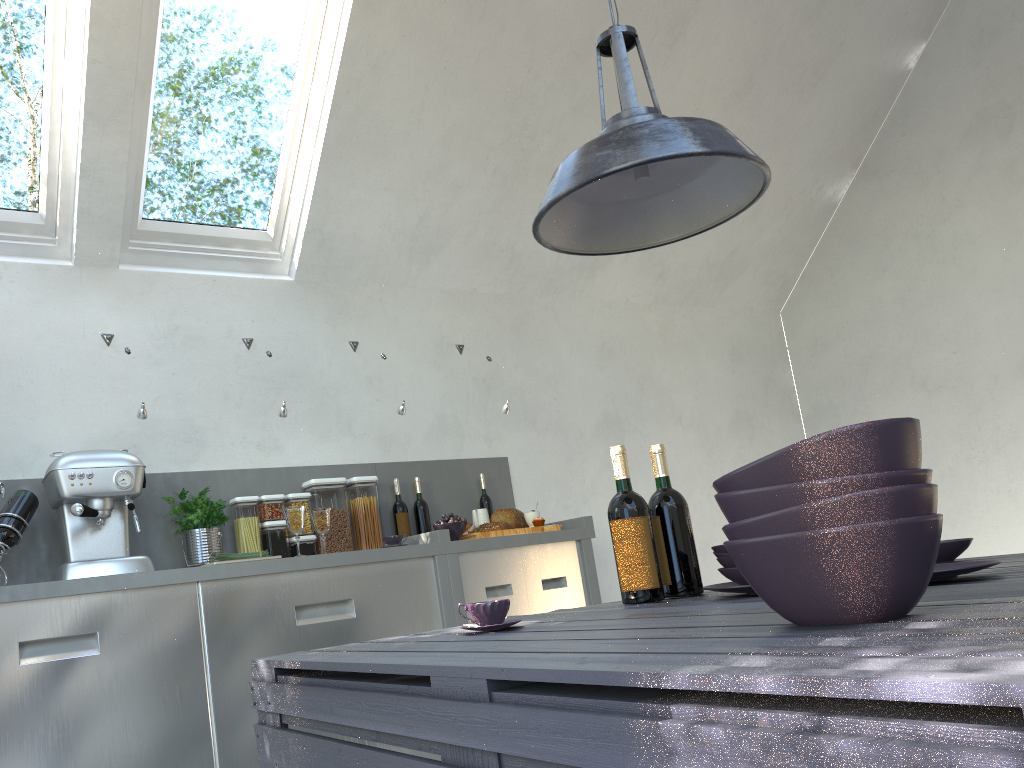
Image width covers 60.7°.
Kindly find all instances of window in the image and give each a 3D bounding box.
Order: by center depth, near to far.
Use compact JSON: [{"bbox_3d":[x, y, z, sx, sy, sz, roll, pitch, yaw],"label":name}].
[{"bbox_3d":[-1.903,-1.335,3.009,0.785,1.382,1.588,-2,-12,-34],"label":"window"},{"bbox_3d":[-1.103,-1.340,3.491,0.785,1.375,1.580,-2,-12,-34],"label":"window"}]

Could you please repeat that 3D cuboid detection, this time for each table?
[{"bbox_3d":[0.628,0.723,1.383,1.514,0.789,1.610,0,-14,-33],"label":"table"}]

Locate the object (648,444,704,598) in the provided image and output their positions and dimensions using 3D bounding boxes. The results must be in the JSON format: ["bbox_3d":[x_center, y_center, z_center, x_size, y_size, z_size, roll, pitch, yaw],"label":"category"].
[{"bbox_3d":[0.357,0.307,1.983,0.091,0.341,0.092,-8,-9,-1],"label":"object"}]

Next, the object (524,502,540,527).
[{"bbox_3d":[0.091,0.601,3.991,0.075,0.119,0.071,-10,-10,11],"label":"object"}]

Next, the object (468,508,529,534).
[{"bbox_3d":[-0.063,0.612,3.927,0.134,0.110,0.434,-12,-13,24],"label":"object"}]

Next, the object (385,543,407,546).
[{"bbox_3d":[-0.464,0.650,3.518,0.029,0.013,0.125,-14,-14,28],"label":"object"}]

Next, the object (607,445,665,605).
[{"bbox_3d":[0.258,0.304,1.911,0.093,0.341,0.091,-9,-9,4],"label":"object"}]

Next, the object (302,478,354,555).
[{"bbox_3d":[-0.806,0.599,3.850,0.165,0.350,0.137,-2,-11,-34],"label":"object"}]

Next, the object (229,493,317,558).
[{"bbox_3d":[-1.006,0.621,3.701,0.322,0.291,0.113,-1,-11,-32],"label":"object"}]

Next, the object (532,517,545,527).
[{"bbox_3d":[0.120,0.622,3.927,0.063,0.046,0.055,-17,-14,40],"label":"object"}]

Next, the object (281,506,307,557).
[{"bbox_3d":[-0.819,0.565,3.328,0.102,0.190,0.096,-11,-9,15],"label":"object"}]

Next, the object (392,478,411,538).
[{"bbox_3d":[-0.513,0.607,4.038,0.068,0.341,0.078,-1,-11,-40],"label":"object"}]

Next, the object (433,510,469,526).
[{"bbox_3d":[-0.263,0.580,3.690,0.152,0.094,0.150,-17,-15,41],"label":"object"}]

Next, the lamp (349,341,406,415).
[{"bbox_3d":[-0.609,-0.036,4.025,0.055,0.431,0.364,0,-12,-43],"label":"lamp"}]

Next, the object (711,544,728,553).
[{"bbox_3d":[0.508,0.326,1.688,0.216,0.057,0.245,1,-14,-33],"label":"object"}]

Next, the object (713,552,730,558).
[{"bbox_3d":[0.513,0.339,1.692,0.218,0.062,0.243,-1,-13,-29],"label":"object"}]

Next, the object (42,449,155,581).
[{"bbox_3d":[-1.504,0.470,3.205,0.338,0.495,0.458,-2,-12,-34],"label":"object"}]

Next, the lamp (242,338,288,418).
[{"bbox_3d":[-1.056,-0.038,3.746,0.056,0.432,0.355,-2,-11,-35],"label":"lamp"}]

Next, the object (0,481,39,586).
[{"bbox_3d":[-1.790,0.514,3.009,0.232,0.389,0.338,-7,-10,-6],"label":"object"}]

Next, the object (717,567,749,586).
[{"bbox_3d":[0.519,0.365,1.685,0.234,0.047,0.227,-9,-12,7],"label":"object"}]

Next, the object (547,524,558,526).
[{"bbox_3d":[0.109,0.634,3.875,0.191,0.003,0.021,-6,-12,-6],"label":"object"}]

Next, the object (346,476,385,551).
[{"bbox_3d":[-0.662,0.600,3.942,0.121,0.350,0.137,-2,-11,-34],"label":"object"}]

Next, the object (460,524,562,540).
[{"bbox_3d":[-0.056,0.676,3.899,0.444,0.028,0.329,1,-14,-32],"label":"object"}]

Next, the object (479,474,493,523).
[{"bbox_3d":[-0.124,0.609,4.276,0.059,0.341,0.066,-3,-10,-30],"label":"object"}]

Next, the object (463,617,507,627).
[{"bbox_3d":[-0.053,0.458,1.674,0.029,0.013,0.125,-14,-14,30],"label":"object"}]

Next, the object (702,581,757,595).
[{"bbox_3d":[0.522,0.386,1.684,0.295,0.024,0.300,-7,-12,-2],"label":"object"}]

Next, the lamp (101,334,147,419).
[{"bbox_3d":[-1.525,-0.040,3.465,0.055,0.431,0.364,0,-12,-43],"label":"lamp"}]

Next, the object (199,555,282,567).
[{"bbox_3d":[-1.015,0.665,3.263,0.247,0.012,0.194,1,-15,-35],"label":"object"}]

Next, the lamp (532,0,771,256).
[{"bbox_3d":[0.169,-0.850,1.700,0.407,1.085,0.460,-2,-11,-33],"label":"lamp"}]

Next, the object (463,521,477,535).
[{"bbox_3d":[-0.234,0.649,3.873,0.191,0.058,0.209,-5,-12,-13],"label":"object"}]

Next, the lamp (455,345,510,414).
[{"bbox_3d":[-0.140,-0.034,4.306,0.056,0.432,0.355,-2,-11,-35],"label":"lamp"}]

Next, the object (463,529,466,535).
[{"bbox_3d":[-0.262,0.640,3.845,0.122,0.076,0.117,-9,-11,9],"label":"object"}]

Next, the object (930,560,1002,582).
[{"bbox_3d":[0.669,0.315,1.440,0.222,0.019,0.249,-1,-14,-29],"label":"object"}]

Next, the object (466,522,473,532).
[{"bbox_3d":[-0.222,0.658,3.951,0.122,0.076,0.117,-9,-11,9],"label":"object"}]

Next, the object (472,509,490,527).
[{"bbox_3d":[-0.139,0.633,3.999,0.079,0.118,0.093,-6,-10,-13],"label":"object"}]

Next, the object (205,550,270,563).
[{"bbox_3d":[-1.034,0.642,3.255,0.267,0.053,0.148,-4,-12,-16],"label":"object"}]

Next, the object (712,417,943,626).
[{"bbox_3d":[0.359,0.165,0.996,0.183,0.212,0.228,-2,-12,-32],"label":"object"}]

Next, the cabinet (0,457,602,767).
[{"bbox_3d":[-0.899,1.011,3.428,2.695,1.462,0.607,0,-12,-32],"label":"cabinet"}]

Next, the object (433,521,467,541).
[{"bbox_3d":[-0.255,0.628,3.683,0.152,0.078,0.143,-10,-12,14],"label":"object"}]

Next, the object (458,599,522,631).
[{"bbox_3d":[-0.041,0.431,1.636,0.109,0.056,0.124,4,-16,-45],"label":"object"}]

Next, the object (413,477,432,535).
[{"bbox_3d":[-0.422,0.608,4.094,0.068,0.341,0.077,-3,-10,-30],"label":"object"}]

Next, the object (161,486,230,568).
[{"bbox_3d":[-1.243,0.574,3.470,0.256,0.338,0.245,-10,-10,9],"label":"object"}]

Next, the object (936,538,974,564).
[{"bbox_3d":[0.883,0.376,1.918,0.234,0.047,0.227,-9,-12,7],"label":"object"}]

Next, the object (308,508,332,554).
[{"bbox_3d":[-0.764,0.602,3.533,0.092,0.190,0.105,1,-13,-45],"label":"object"}]

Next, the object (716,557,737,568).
[{"bbox_3d":[0.519,0.350,1.688,0.217,0.062,0.244,-1,-13,-29],"label":"object"}]

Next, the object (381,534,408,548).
[{"bbox_3d":[-0.482,0.644,3.561,0.112,0.056,0.122,-4,-12,-18],"label":"object"}]
